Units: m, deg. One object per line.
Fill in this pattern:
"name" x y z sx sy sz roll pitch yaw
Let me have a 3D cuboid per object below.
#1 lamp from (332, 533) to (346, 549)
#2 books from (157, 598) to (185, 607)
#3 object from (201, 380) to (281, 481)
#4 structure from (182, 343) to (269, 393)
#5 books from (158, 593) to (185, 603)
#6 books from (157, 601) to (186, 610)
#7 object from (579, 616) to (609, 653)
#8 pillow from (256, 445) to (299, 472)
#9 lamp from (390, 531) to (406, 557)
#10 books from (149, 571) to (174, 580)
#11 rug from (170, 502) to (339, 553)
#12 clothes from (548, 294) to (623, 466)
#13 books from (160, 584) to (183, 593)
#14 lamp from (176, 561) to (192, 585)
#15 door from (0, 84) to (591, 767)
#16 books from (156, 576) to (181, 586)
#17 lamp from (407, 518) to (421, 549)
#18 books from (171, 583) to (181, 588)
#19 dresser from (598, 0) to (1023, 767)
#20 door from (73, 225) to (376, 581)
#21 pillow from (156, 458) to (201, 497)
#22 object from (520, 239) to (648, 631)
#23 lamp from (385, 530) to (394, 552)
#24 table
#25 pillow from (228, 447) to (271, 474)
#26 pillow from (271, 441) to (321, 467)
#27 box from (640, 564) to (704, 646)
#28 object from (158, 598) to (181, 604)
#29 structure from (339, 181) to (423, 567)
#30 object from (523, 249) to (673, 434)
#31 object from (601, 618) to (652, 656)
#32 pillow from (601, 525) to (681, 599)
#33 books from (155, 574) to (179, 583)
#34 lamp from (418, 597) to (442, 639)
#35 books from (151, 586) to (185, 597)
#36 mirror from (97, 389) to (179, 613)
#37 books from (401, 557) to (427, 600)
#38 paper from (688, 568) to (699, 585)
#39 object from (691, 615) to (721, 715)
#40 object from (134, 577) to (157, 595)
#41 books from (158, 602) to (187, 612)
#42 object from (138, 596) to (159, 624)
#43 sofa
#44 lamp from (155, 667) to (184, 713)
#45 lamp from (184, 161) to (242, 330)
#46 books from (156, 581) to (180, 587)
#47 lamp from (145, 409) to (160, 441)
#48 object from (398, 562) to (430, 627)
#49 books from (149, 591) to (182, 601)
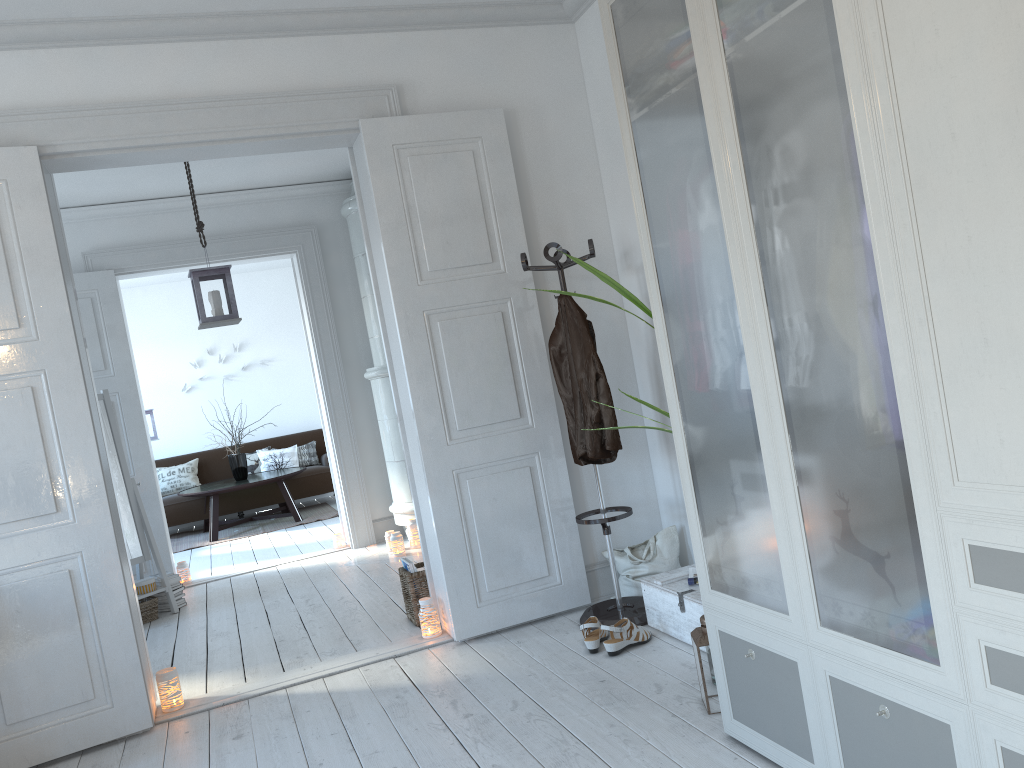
"lamp" -1.359 1.230 6.958 0.093 0.110 0.093 -10 2 -2
"books" -2.268 1.441 5.841 0.181 0.016 0.128 -10 1 26
"object" -2.762 0.450 9.151 0.526 1.067 0.844 -8 3 42
"structure" -3.361 -0.216 10.351 1.024 0.478 0.085 -11 2 -19
"books" -2.272 1.412 5.839 0.187 0.017 0.132 -10 1 18
"books" -2.265 1.457 5.844 0.177 0.016 0.128 -10 1 22
"object" 0.331 1.003 3.635 0.099 0.126 0.272 -10 2 13
"pillow" -2.652 0.860 10.074 0.470 0.309 0.188 -11 2 -18
"lamp" -0.805 1.127 6.241 0.089 0.166 0.089 -11 2 -18
"books" -2.310 1.261 5.841 0.111 0.014 0.157 -11 2 -40
"rug" -2.712 1.461 9.241 1.708 0.055 1.457 -11 1 -18
"clothes" 0.304 -0.021 3.812 0.237 0.771 0.211 -10 2 14
"books" -2.281 1.349 5.843 0.179 0.016 0.128 -10 1 24
"lamp" -2.440 1.404 6.593 0.089 0.166 0.089 -11 2 -20
"door" -1.117 0.051 3.862 2.596 2.507 0.578 -11 2 -19
"books" -2.284 1.294 5.832 0.200 0.026 0.128 -9 2 42
"lamp" -0.705 1.082 6.417 0.098 0.210 0.098 -11 2 -14
"books" -2.288 1.333 5.839 0.177 0.016 0.128 -9 2 37
"dresser" 0.943 -0.121 1.980 0.630 2.164 1.433 -11 2 -19
"door" -2.099 0.164 6.712 2.596 2.507 0.578 -11 2 -19
"pillow" -3.710 1.054 9.828 0.518 0.367 0.239 -11 2 -19
"object" 0.340 0.215 3.893 0.374 1.659 0.374 -11 2 -12
"lamp" -0.878 1.145 6.461 0.084 0.146 0.084 -11 2 -14
"table" -2.745 1.239 9.207 1.298 0.503 1.301 -11 2 -29
"pillow" -2.946 0.923 10.052 0.472 0.348 0.158 -11 2 -21
"pillow" -2.500 0.841 10.246 0.541 0.288 0.183 -11 2 -18
"box" 0.816 0.870 3.491 0.375 0.218 0.642 -11 1 -19
"object" -2.281 1.427 5.848 0.156 0.014 0.111 -10 1 24
"structure" -0.839 -0.142 6.579 0.801 2.829 1.245 -9 2 26
"object" 0.663 0.230 2.993 1.044 1.555 0.288 -10 2 11
"object" 0.461 0.982 3.531 0.099 0.126 0.272 -8 2 44
"pillow" 0.622 0.841 4.162 0.317 0.314 0.273 -11 2 -18
"books" -2.295 1.274 5.832 0.187 0.017 0.132 -9 2 44
"lamp" -0.385 1.085 4.117 0.092 0.180 0.093 -12 3 -36
"books" -2.274 1.369 5.836 0.193 0.022 0.128 -10 1 14
"mirror" -2.588 0.788 5.552 0.417 1.490 0.609 -9 3 36
"books" -0.422 1.015 4.492 0.201 0.300 0.179 -11 2 -19
"paper" 0.817 0.759 3.546 0.222 0.031 0.175 -10 1 13
"object" 0.652 0.851 2.829 0.132 0.352 0.137 -10 2 3
"object" -2.336 1.284 5.635 0.142 0.074 0.142 -11 2 -35
"books" -2.259 1.473 5.848 0.179 0.016 0.128 -10 1 19
"object" -2.369 1.441 5.638 0.296 0.140 0.185 -9 2 43
"sofa" -3.026 1.098 9.948 2.163 0.825 0.969 -11 2 -19
"lamp" -1.442 1.288 3.736 0.089 0.166 0.089 -11 2 -26
"lamp" -1.837 -1.206 5.063 0.228 1.763 0.228 -11 2 -22
"books" -2.290 1.317 5.836 0.181 0.016 0.128 -9 2 42
"lamp" -3.829 -0.283 8.898 0.228 1.763 0.228 -11 2 -22
"object" -0.404 1.045 4.497 0.269 0.265 0.224 -11 2 -19
"books" -2.285 1.394 5.839 0.167 0.022 0.128 -10 1 15
